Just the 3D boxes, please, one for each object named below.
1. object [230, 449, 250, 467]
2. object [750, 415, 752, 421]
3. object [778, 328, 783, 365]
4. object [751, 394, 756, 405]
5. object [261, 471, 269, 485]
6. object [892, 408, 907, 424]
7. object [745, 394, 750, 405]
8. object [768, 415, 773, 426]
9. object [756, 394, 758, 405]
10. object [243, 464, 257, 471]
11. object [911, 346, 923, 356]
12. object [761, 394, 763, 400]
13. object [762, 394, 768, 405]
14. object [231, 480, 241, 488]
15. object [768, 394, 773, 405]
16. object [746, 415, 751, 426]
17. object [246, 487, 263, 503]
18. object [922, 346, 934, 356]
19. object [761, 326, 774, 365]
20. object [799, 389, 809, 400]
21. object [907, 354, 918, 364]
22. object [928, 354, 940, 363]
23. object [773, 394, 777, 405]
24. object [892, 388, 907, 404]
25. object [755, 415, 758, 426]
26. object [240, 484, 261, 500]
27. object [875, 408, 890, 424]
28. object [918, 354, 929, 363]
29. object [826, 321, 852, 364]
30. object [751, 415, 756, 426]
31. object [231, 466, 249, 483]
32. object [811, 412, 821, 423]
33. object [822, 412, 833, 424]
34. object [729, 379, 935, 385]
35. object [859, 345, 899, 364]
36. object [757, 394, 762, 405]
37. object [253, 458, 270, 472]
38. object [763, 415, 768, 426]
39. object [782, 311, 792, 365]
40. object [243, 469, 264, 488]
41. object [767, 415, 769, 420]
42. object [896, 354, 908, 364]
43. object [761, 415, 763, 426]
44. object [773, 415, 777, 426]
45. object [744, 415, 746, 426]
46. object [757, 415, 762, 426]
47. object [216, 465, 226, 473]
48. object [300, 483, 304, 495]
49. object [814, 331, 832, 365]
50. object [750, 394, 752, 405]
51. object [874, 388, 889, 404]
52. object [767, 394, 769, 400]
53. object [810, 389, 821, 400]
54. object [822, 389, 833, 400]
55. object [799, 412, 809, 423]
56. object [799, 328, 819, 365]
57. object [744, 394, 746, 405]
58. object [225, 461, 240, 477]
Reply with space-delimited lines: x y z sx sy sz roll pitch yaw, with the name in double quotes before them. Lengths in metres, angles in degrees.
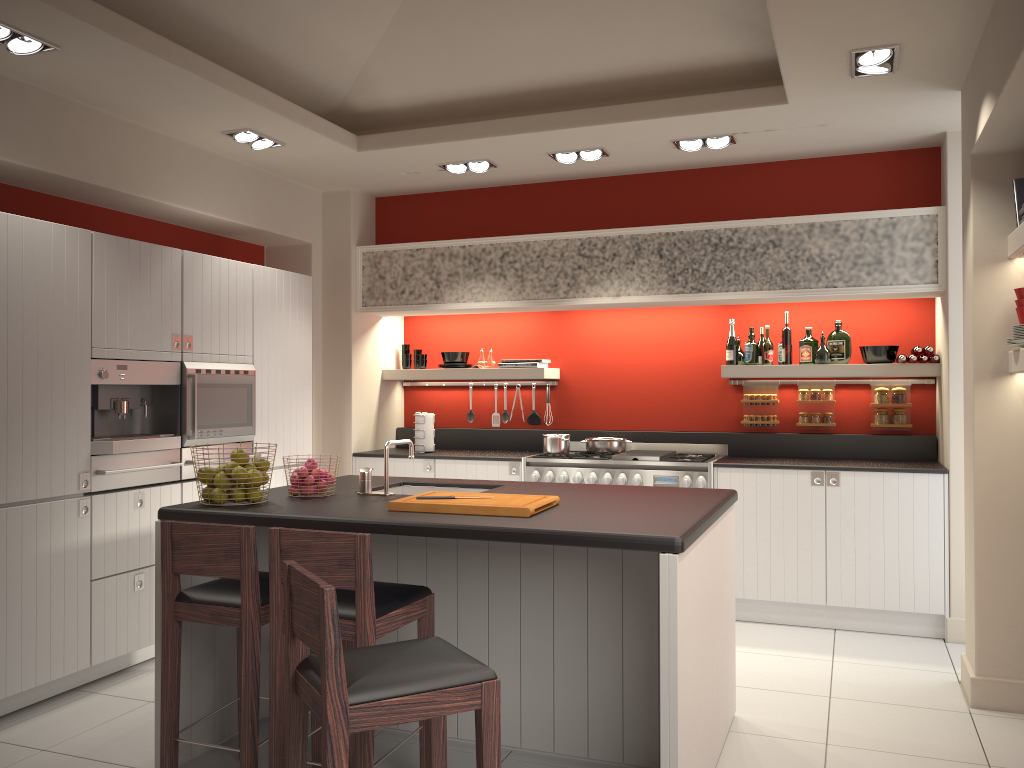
"object" -1.110 0.300 3.620 0.078 0.080 0.078 0 -1 21
"object" 1.712 0.259 6.335 0.034 0.078 0.034 -1 -1 42
"object" 1.912 -0.259 6.205 0.094 0.263 0.094 0 -1 -13
"object" 1.715 0.111 6.294 0.034 0.078 0.034 -1 -1 42
"object" -1.023 0.386 3.626 0.057 0.057 0.055 0 -1 13
"object" 2.607 0.220 5.971 0.093 0.120 0.094 -1 -1 42
"object" 1.678 0.111 6.308 0.034 0.078 0.034 -1 -1 42
"object" 1.824 0.258 6.251 0.034 0.078 0.034 -1 -1 42
"object" 1.749 0.111 6.323 0.034 0.078 0.034 -1 -1 42
"object" -1.068 0.351 3.612 0.056 0.054 0.057 0 0 -8
"object" 2.660 -0.217 5.815 0.062 0.062 0.366 0 0 21
"object" 1.787 0.111 6.308 0.034 0.078 0.034 -1 -1 42
"object" 1.788 0.110 6.266 0.034 0.078 0.034 -1 -1 42
"object" -1.148 0.410 3.669 0.064 0.060 0.064 0 -1 16
"object" 1.824 0.110 6.252 0.034 0.078 0.034 -1 -1 42
"object" 1.679 0.259 6.307 0.034 0.078 0.034 -1 -1 42
"object" -1.034 0.442 3.560 0.068 0.068 0.068 0 -1 32
"object" 2.710 -0.217 5.771 0.062 0.062 0.366 0 0 21
"object" 1.785 -0.268 6.196 0.080 0.278 0.080 0 -1 24
"object" 2.038 0.079 6.195 0.068 0.088 0.068 -1 -1 42
"object" 2.622 -0.162 5.804 0.062 0.062 0.366 0 0 21
"object" 2.741 -0.163 5.760 0.061 0.061 0.366 0 0 21
"object" 1.860 0.110 6.280 0.034 0.078 0.034 -1 -1 42
"object" 2.607 0.084 5.973 0.093 0.120 0.094 -1 -1 42
"object" 1.749 0.259 6.321 0.034 0.078 0.034 -1 -1 42
"object" -1.075 0.436 3.637 0.084 0.079 0.086 0 -1 -24
"object" 2.507 0.221 6.010 0.093 0.120 0.094 -1 -1 42
"object" 2.689 -0.163 5.801 0.061 0.061 0.366 0 0 21
"object" 2.227 -0.280 6.048 0.057 0.303 0.186 0 -1 -39
"object" 1.715 0.259 6.293 0.034 0.078 0.034 -1 -1 42
"object" -1.079 0.359 3.521 0.067 0.068 0.067 0 -1 -17
"object" 2.112 0.239 6.165 0.068 0.088 0.068 -1 -1 42
"object" 2.185 0.239 6.137 0.068 0.088 0.068 -1 -1 42
"object" 2.212 -0.013 6.212 1.355 0.034 0.048 0 0 21
"object" 2.469 -0.192 5.964 0.251 0.121 0.251 0 0 3
"object" 1.751 0.110 6.280 0.034 0.078 0.034 -1 -1 42
"object" -1.031 0.334 3.654 0.067 0.064 0.067 0 -1 22
"object" 1.788 0.259 6.265 0.034 0.078 0.034 -1 -1 42
"object" 1.898 -0.311 6.111 0.062 0.366 0.210 0 -1 20
"object" -1.043 0.384 3.570 0.082 0.082 0.082 0 -1 -12
"object" 1.823 0.259 6.292 0.034 0.078 0.034 -1 -1 42
"object" 2.564 -0.162 5.826 0.062 0.062 0.366 0 0 21
"object" 1.787 0.259 6.306 0.034 0.078 0.034 -1 -1 42
"object" 1.860 0.258 6.278 0.034 0.078 0.034 -1 -1 42
"object" 1.676 0.259 6.349 0.034 0.078 0.034 -1 -1 42
"object" 1.751 0.259 6.279 0.034 0.078 0.034 -1 -1 42
"object" -1.178 0.360 3.621 0.057 0.061 0.062 0 -1 36
"object" -0.906 0.457 3.862 0.050 0.049 0.049 0 -1 -13
"object" 2.087 -0.243 5.955 0.113 0.226 0.113 -1 -1 32
"object" 1.712 0.111 6.337 0.034 0.078 0.034 -1 -1 42
"object" 2.507 0.084 6.011 0.093 0.120 0.094 -1 -1 42
"object" 1.823 0.110 6.294 0.034 0.078 0.034 -1 -1 42
"object" 2.111 0.079 6.167 0.068 0.088 0.068 -1 -1 42
"object" 2.184 0.078 6.139 0.068 0.088 0.068 -1 -1 42
"object" 2.039 0.239 6.193 0.068 0.088 0.068 -1 -1 42
"object" 2.044 -0.259 6.107 0.071 0.260 0.112 0 -1 -40
"object" 1.676 0.111 6.351 0.034 0.078 0.034 -1 -1 42
"object" -1.123 0.342 3.564 0.057 0.061 0.062 0 -1 36
